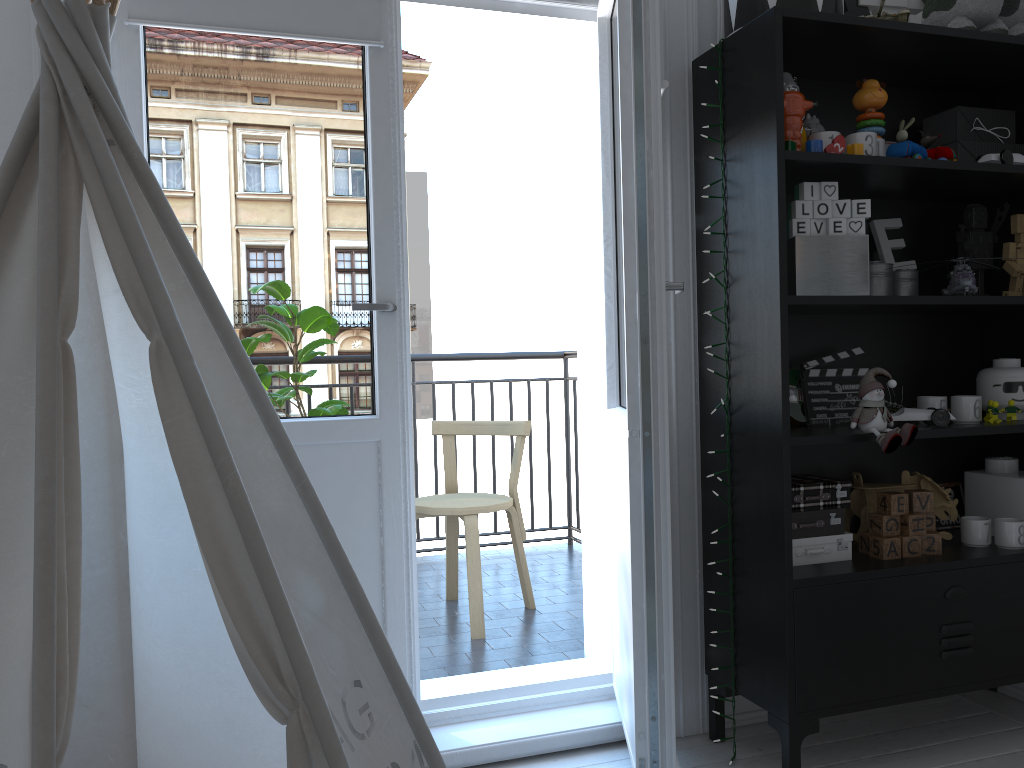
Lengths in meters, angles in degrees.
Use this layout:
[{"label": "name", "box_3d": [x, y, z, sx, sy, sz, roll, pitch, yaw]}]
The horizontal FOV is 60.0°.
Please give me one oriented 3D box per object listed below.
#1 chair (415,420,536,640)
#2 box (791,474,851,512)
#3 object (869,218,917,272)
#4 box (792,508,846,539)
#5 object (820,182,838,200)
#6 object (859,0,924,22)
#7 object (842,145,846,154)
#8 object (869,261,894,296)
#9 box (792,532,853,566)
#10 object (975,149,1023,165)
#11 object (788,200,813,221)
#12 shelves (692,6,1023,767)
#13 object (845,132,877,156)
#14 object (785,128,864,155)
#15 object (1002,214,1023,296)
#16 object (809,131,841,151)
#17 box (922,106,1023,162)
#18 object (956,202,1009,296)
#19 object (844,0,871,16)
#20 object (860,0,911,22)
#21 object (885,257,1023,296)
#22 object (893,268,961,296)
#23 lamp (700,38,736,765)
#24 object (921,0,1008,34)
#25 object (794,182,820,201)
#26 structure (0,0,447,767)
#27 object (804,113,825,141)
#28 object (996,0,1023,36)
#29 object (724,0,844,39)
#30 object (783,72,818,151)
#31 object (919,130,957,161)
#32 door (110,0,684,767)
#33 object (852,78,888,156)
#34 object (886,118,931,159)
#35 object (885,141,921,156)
[{"label": "chair", "box_3d": [-0.177, 0.500, 3.265, 0.436, 0.715, 0.498, -1, 1, 27]}, {"label": "box", "box_3d": [0.662, 0.259, 2.104, 0.215, 0.062, 0.179, -2, 1, -18]}, {"label": "object", "box_3d": [1.003, -0.364, 2.335, 0.107, 0.151, 0.055, -2, 1, -18]}, {"label": "box", "box_3d": [0.646, 0.321, 2.098, 0.215, 0.062, 0.179, -2, 1, -18]}, {"label": "object", "box_3d": [0.703, -0.429, 1.990, 0.040, 0.040, 0.040, -2, 1, -8]}, {"label": "object", "box_3d": [0.972, -0.953, 2.282, 0.190, 0.290, 0.065, -2, 1, -13]}, {"label": "object", "box_3d": [0.748, -0.534, 2.071, 0.067, 0.067, 0.067, -3, 1, -44]}, {"label": "object", "box_3d": [0.924, -0.257, 2.265, 0.095, 0.110, 0.095, -2, 1, -14]}, {"label": "box", "box_3d": [0.666, 0.381, 2.105, 0.215, 0.062, 0.179, -2, 1, -18]}, {"label": "object", "box_3d": [1.221, -0.538, 2.158, 0.230, 0.048, 0.098, -2, 1, -28]}, {"label": "object", "box_3d": [0.645, -0.388, 1.987, 0.040, 0.040, 0.040, -2, 1, -8]}, {"label": "shelves", "box_3d": [0.951, 0.032, 2.175, 0.911, 1.678, 0.353, -2, 1, -18]}, {"label": "object", "box_3d": [0.798, -0.534, 2.026, 0.067, 0.067, 0.067, -2, 1, -17]}, {"label": "object", "box_3d": [0.635, -0.595, 2.062, 0.197, 0.197, 0.318, -2, 1, -22]}, {"label": "object", "box_3d": [1.306, -0.322, 2.256, 0.114, 0.221, 0.052, -2, 1, -19]}, {"label": "object", "box_3d": [0.711, -0.532, 2.013, 0.067, 0.067, 0.067, -2, 1, -17]}, {"label": "box", "box_3d": [1.209, -0.611, 2.300, 0.251, 0.189, 0.179, -2, 1, -18]}, {"label": "object", "box_3d": [1.214, -0.339, 2.291, 0.117, 0.259, 0.081, -2, 1, -18]}, {"label": "object", "box_3d": [0.797, -0.975, 2.256, 0.343, 0.344, 0.057, -2, 1, -18]}, {"label": "object", "box_3d": [0.860, -0.853, 2.085, 0.121, 0.100, 0.338, -1, 1, 17]}, {"label": "object", "box_3d": [1.104, -0.259, 2.202, 0.368, 0.106, 0.349, -2, 1, -17]}, {"label": "object", "box_3d": [1.044, -0.251, 2.217, 0.078, 0.091, 0.246, -2, 1, -24]}, {"label": "lamp", "box_3d": [0.907, 0.029, 2.227, 0.985, 1.684, 0.095, -2, 1, -21]}, {"label": "object", "box_3d": [1.105, -0.933, 2.152, 0.154, 0.253, 0.370, -2, 1, -10]}, {"label": "object", "box_3d": [0.661, -0.428, 1.987, 0.040, 0.040, 0.040, -2, 1, -13]}, {"label": "structure", "box_3d": [-0.582, 0.059, 1.222, 1.143, 1.750, 1.143, -3, 2, -43]}, {"label": "object", "box_3d": [0.735, -0.581, 2.175, 0.063, 0.160, 0.063, -3, 2, -40]}, {"label": "object", "box_3d": [1.248, -0.937, 2.204, 0.211, 0.253, 0.386, -2, 1, -35]}, {"label": "object", "box_3d": [0.640, -0.927, 2.126, 0.272, 0.259, 0.395, -1, 1, 10]}, {"label": "object", "box_3d": [0.626, -0.598, 1.984, 0.105, 0.203, 0.072, -2, 1, -11]}, {"label": "object", "box_3d": [1.036, -0.572, 2.190, 0.122, 0.112, 0.087, -1, 1, 42]}, {"label": "door", "box_3d": [-0.201, -0.072, 1.907, 1.263, 1.839, 0.636, -2, 1, -16]}, {"label": "object", "box_3d": [0.840, -0.609, 2.080, 0.077, 0.213, 0.077, -1, 1, 15]}, {"label": "object", "box_3d": [0.945, -0.568, 2.115, 0.121, 0.126, 0.087, -2, 1, -41]}, {"label": "object", "box_3d": [1.127, -0.583, 2.384, 0.347, 0.132, 0.037, -2, 1, -18]}]
